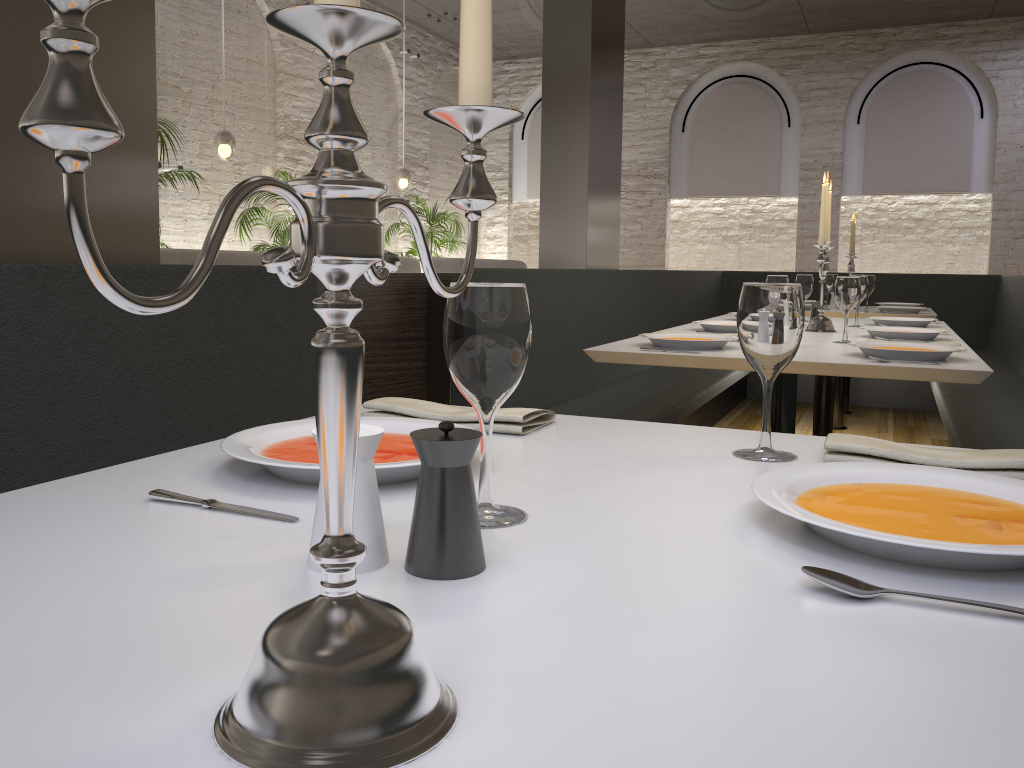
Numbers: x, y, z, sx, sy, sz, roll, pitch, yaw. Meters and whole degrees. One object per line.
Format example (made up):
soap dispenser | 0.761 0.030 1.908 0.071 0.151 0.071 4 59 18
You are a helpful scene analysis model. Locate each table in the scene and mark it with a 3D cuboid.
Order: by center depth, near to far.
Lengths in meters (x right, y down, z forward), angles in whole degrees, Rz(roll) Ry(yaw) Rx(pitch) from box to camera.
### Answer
table | -0.242 0.587 0.286 1.101 0.757 2.547 4 8 23
table | 1.215 0.163 3.659 1.101 0.757 2.547 4 8 23
table | 2.225 -0.131 5.999 1.101 0.757 1.192 4 7 23

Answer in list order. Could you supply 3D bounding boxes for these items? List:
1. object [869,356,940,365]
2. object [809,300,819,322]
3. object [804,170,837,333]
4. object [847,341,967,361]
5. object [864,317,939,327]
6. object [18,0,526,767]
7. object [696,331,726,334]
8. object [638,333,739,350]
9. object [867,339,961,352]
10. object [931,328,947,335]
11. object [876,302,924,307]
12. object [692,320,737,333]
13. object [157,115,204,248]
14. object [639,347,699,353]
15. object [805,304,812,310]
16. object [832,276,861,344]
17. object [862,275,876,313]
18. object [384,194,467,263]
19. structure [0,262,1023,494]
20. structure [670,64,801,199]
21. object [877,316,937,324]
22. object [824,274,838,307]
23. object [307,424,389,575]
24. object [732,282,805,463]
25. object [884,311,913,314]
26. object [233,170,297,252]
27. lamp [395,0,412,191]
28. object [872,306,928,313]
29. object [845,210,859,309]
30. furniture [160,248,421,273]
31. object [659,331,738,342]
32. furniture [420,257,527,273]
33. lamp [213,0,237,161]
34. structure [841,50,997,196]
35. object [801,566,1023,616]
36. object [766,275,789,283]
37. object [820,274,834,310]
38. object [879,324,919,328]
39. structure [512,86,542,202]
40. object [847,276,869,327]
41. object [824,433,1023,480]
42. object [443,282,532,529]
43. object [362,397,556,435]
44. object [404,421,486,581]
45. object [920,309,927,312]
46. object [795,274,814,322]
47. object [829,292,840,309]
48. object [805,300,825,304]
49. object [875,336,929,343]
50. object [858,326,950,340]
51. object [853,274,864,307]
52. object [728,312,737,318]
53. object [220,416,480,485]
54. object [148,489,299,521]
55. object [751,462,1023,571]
object | 1.068 -0.064 2.414 0.181 0.015 0.038 4 8 25
object | 1.359 -0.312 3.948 0.069 0.126 0.069 3 6 17
object | 1.272 -0.541 3.612 0.132 0.654 0.391 4 7 34
object | 1.147 -0.094 2.588 0.321 0.036 0.323 1 7 -1
object | 1.811 -0.287 4.123 0.322 0.036 0.323 3 8 19
object | -0.090 -0.145 0.458 0.132 0.654 0.391 4 7 34
object | 0.797 -0.195 3.398 0.185 0.010 0.017 4 8 23
object | 0.566 -0.135 2.839 0.322 0.036 0.323 4 8 21
object | 1.309 -0.125 2.895 0.273 0.033 0.143 4 8 23
object | 1.635 -0.219 3.649 0.273 0.033 0.143 4 8 23
object | 2.695 -0.544 6.171 0.321 0.036 0.323 -2 8 -18
object | 0.892 -0.230 3.596 0.322 0.036 0.322 8 10 43
object | -2.700 -0.812 6.081 1.189 1.967 1.148 -3 7 -36
object | 0.472 -0.101 2.644 0.185 0.010 0.017 4 8 23
object | 1.818 -0.500 5.739 0.321 0.036 0.323 1 7 -1
object | 1.158 -0.256 3.068 0.086 0.230 0.087 -2 6 -25
object | 2.186 -0.555 5.449 0.086 0.230 0.086 -2 6 -31
object | -0.919 -1.326 10.171 1.145 1.967 1.193 1 6 4
structure | 0.612 0.226 2.199 2.374 0.997 10.785 4 8 23
structure | 2.835 -3.213 11.262 1.635 1.668 0.098 4 6 23
object | 1.974 -0.318 4.436 0.273 0.033 0.143 4 8 23
object | 2.244 -0.657 6.229 0.086 0.230 0.086 -2 6 -31
object | -0.135 0.090 0.731 0.069 0.126 0.069 3 6 17
object | 0.339 -0.018 1.171 0.086 0.230 0.087 5 7 35
object | 2.325 -0.430 5.324 0.181 0.015 0.038 4 8 25
object | -1.907 -1.043 7.922 1.146 1.967 1.192 -2 6 -26
lamp | -1.162 -3.114 9.535 0.178 2.033 0.178 1 5 2
object | 2.400 -0.458 5.488 0.321 0.036 0.323 1 7 -1
object | 2.274 -0.833 5.932 0.132 0.654 0.391 4 7 34
furniture | -1.681 -0.432 6.570 0.709 1.093 4.491 3 8 23
object | 0.677 -0.170 3.165 0.273 0.033 0.143 4 8 23
furniture | -0.227 -0.855 9.936 0.708 1.093 2.593 3 8 23
lamp | -2.271 -2.792 6.968 0.178 2.033 0.178 2 5 8
structure | 4.782 -3.075 10.430 1.635 1.668 0.098 4 6 23
object | 0.308 0.157 0.654 0.181 0.015 0.038 4 8 25
object | 0.996 -0.294 3.339 0.086 0.230 0.087 3 6 23
object | 2.065 -0.605 5.813 0.086 0.230 0.086 -2 6 -31
object | 1.733 -0.258 3.954 0.181 0.015 0.038 4 8 25
structure | 0.759 -3.360 12.150 1.635 1.668 0.098 4 6 23
object | 1.553 -0.371 3.981 0.086 0.230 0.087 5 7 35
object | 0.549 0.090 1.135 0.273 0.033 0.143 4 8 23
object | -0.025 0.017 0.865 0.086 0.230 0.087 5 7 35
object | -0.083 0.045 1.405 0.273 0.033 0.143 4 8 23
object | -0.054 0.093 0.723 0.069 0.126 0.069 3 6 17
object | 2.534 -0.481 5.732 0.273 0.033 0.143 4 8 23
object | 1.431 -0.421 4.345 0.086 0.230 0.087 5 7 35
object | 2.147 -0.557 5.892 0.069 0.126 0.069 -2 6 -25
object | 2.113 -0.585 6.422 0.322 0.036 0.323 3 8 19
object | 1.393 -0.159 3.168 0.181 0.015 0.038 4 8 25
object | 1.474 -0.189 3.345 0.322 0.036 0.322 8 10 43
object | 2.472 -0.668 6.335 0.086 0.230 0.086 0 5 -7
object | 1.229 -0.328 4.374 0.322 0.036 0.323 3 8 19
object | -0.190 0.084 1.091 0.322 0.036 0.322 8 10 43
object | -0.288 0.121 0.885 0.185 0.010 0.017 4 8 23
object | 0.392 0.126 0.840 0.322 0.036 0.322 8 10 43
